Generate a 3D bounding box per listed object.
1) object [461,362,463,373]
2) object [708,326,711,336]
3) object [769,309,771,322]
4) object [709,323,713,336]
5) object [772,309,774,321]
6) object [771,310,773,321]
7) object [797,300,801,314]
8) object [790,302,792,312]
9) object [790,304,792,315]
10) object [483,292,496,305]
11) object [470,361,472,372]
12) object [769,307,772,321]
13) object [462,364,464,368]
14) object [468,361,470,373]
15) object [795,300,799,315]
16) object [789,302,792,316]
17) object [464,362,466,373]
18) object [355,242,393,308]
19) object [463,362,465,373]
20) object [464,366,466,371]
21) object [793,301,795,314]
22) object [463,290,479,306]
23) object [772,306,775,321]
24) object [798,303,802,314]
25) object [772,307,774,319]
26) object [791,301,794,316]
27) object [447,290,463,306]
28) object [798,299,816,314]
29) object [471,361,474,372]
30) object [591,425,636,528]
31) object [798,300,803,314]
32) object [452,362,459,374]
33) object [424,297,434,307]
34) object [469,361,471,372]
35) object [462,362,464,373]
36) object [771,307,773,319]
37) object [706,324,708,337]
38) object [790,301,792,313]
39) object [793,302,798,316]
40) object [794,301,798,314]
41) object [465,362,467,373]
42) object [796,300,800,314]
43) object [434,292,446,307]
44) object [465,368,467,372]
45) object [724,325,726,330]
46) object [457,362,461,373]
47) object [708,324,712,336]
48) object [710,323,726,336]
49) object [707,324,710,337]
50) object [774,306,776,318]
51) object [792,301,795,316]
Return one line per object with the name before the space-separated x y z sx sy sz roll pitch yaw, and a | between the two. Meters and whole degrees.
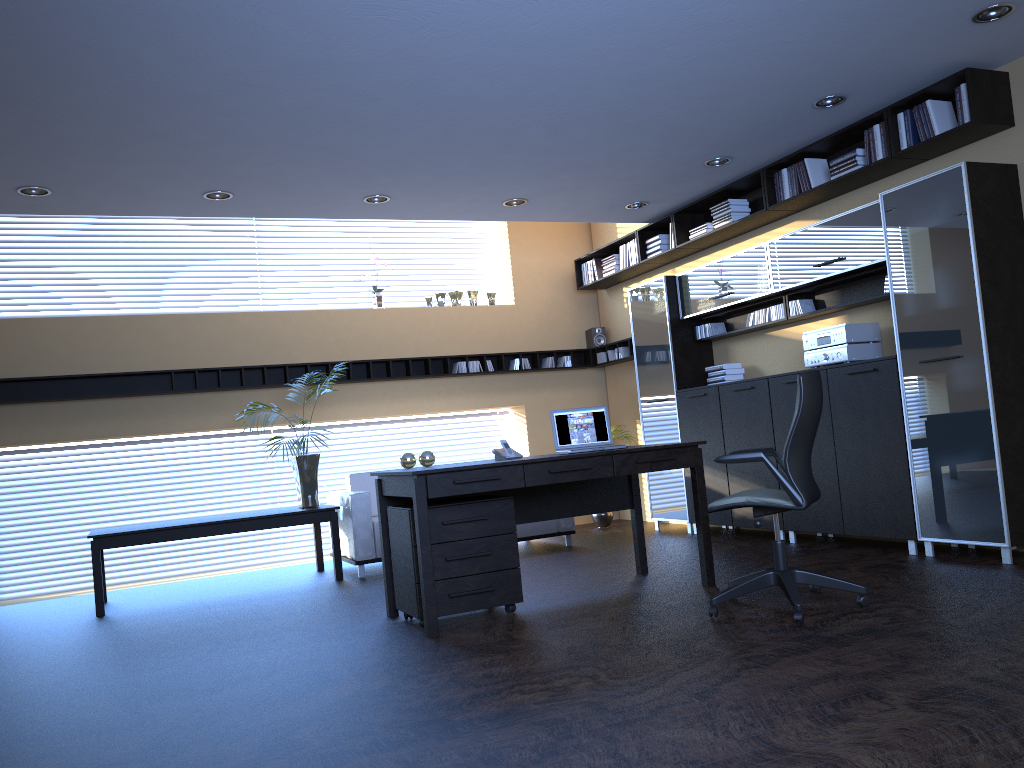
object | -0.558 -0.171 9.539 0.009 0.120 0.142 -4 -3 -24
object | 1.862 -0.497 8.121 0.140 0.117 0.026 -4 -3 -24
object | 2.196 -0.580 7.356 0.142 0.120 0.009 -4 -3 -24
object | 1.873 -0.500 8.092 0.142 0.120 0.030 -4 -3 -24
object | 2.212 -0.583 7.329 0.140 0.118 0.006 -4 -3 -23
object | 2.204 -0.582 7.336 0.140 0.118 0.006 -4 -3 -23
object | 2.333 -0.613 7.042 0.140 0.117 0.026 -4 -3 -23
object | 2.298 -0.605 7.116 0.140 0.118 0.006 -4 -3 -24
object | 2.295 -0.604 7.127 0.142 0.120 0.009 -4 -3 -24
object | -0.243 -0.943 9.948 0.124 0.149 0.118 -4 -3 -23
object | -0.464 -0.177 9.587 0.009 0.120 0.142 -4 -3 -24
object | 2.198 -0.581 7.346 0.142 0.120 0.009 -4 -3 -24
object | -0.551 -0.171 9.547 0.009 0.120 0.142 -4 -3 -24
object | -0.490 -0.175 9.572 0.009 0.120 0.142 -4 -3 -24
object | 2.323 -0.611 7.061 0.142 0.120 0.030 -4 -3 -24
object | 2.291 -0.604 7.124 0.140 0.118 0.006 -4 -3 -24
object | -0.532 -0.173 9.553 0.006 0.118 0.140 -4 -3 -24
object | -1.418 -1.138 9.458 0.437 0.694 0.352 -3 -4 -44
object | -0.543 -0.172 9.554 0.009 0.120 0.142 -4 -3 -24
object | -0.532 -0.173 9.555 0.009 0.120 0.142 -4 -3 -24
object | 2.311 -0.608 7.089 0.140 0.118 0.006 -4 -3 -24
object | -0.453 -0.941 9.857 0.144 0.173 0.137 -4 -3 -33
object | 2.212 -0.584 7.308 0.142 0.120 0.009 -4 -3 -24
object | 2.335 -0.613 7.044 0.142 0.120 0.030 -4 -3 -24
object | 2.212 -0.584 7.318 0.140 0.118 0.006 -4 -3 -24
object | 2.300 -0.606 7.107 0.142 0.120 0.009 -4 -3 -24
object | -0.617 -0.930 9.788 0.137 0.173 0.144 -7 -3 26
object | 2.342 -0.614 7.030 0.142 0.118 0.040 -4 -3 -24
object | -0.450 -0.178 9.584 0.009 0.120 0.142 -4 -3 -24
object | 0.967 0.920 9.527 0.841 1.239 0.689 -6 -3 10
object | 2.340 -0.614 7.029 0.140 0.116 0.036 -4 -3 -23
object | -0.609 -0.166 9.518 0.040 0.118 0.142 -4 -3 -24
object | -0.897 -0.881 9.660 0.090 0.113 0.094 -6 -3 12
object | -0.481 -0.176 9.575 0.009 0.120 0.142 -4 -3 -24
object | -0.550 -0.172 9.544 0.006 0.118 0.140 -4 -3 -24
object | 2.206 -0.582 7.338 0.142 0.120 0.009 -4 -3 -24
object | 1.850 -0.494 8.150 0.142 0.120 0.009 -4 -3 -24
object | 2.299 -0.605 7.118 0.142 0.120 0.009 -4 -3 -24
object | 2.312 -0.608 7.090 0.142 0.120 0.009 -4 -3 -24
object | 2.322 -0.610 7.071 0.140 0.117 0.026 -4 -3 -24
object | -0.523 -0.173 9.558 0.006 0.118 0.140 -4 -3 -24
object | 2.328 -0.612 7.052 0.142 0.120 0.030 -4 -3 -24
object | -0.779 -0.912 9.713 0.133 0.159 0.126 -5 -3 -3
object | -0.524 -0.173 9.563 0.009 0.120 0.142 -4 -3 -24
object | 1.887 -0.501 8.082 0.140 0.116 0.036 -4 -3 -24
object | -0.586 -0.169 9.526 0.009 0.120 0.142 -4 -3 -24
object | 1.867 -0.498 8.112 0.142 0.120 0.030 -4 -3 -24
object | 1.882 -0.500 8.080 0.142 0.118 0.040 -4 -3 -24
object | 1.857 -0.495 8.142 0.142 0.120 0.009 -4 -3 -24
object | 2.219 -0.586 7.300 0.142 0.120 0.009 -4 -3 -24
object | 2.308 -0.607 7.099 0.142 0.120 0.009 -4 -3 -23
